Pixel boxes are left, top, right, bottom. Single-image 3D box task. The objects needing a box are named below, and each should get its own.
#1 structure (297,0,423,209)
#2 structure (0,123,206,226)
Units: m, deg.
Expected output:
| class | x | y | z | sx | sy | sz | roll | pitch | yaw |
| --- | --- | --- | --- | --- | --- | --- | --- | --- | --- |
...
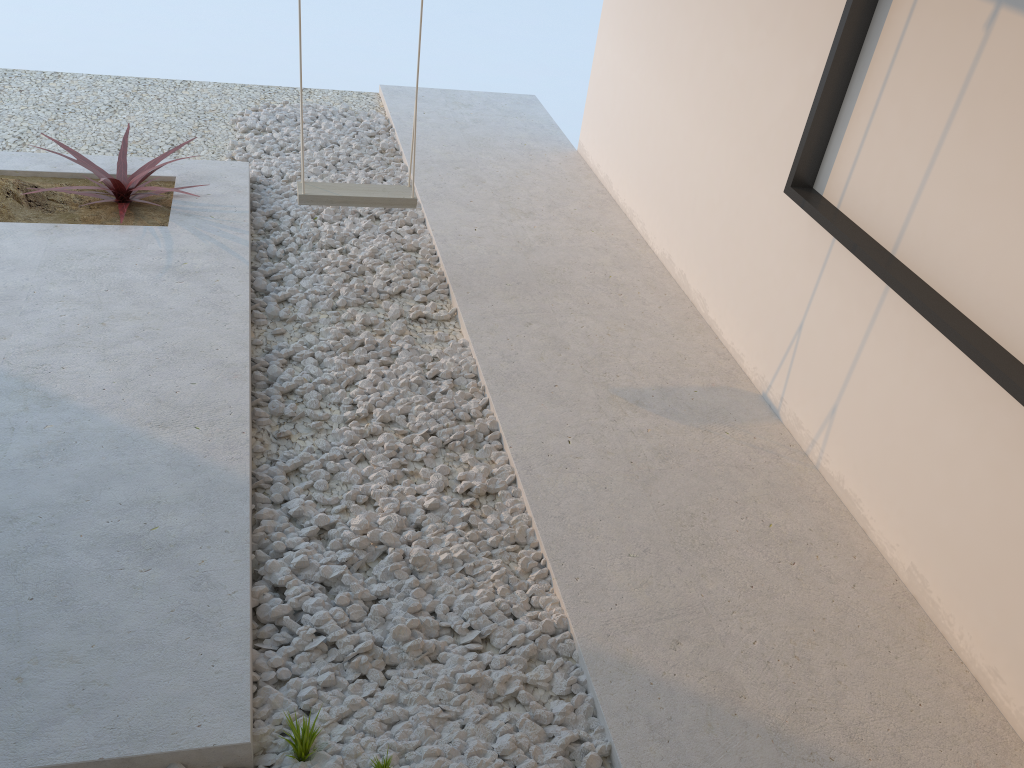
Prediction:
| class | x | y | z | sx | sy | sz | roll | pitch | yaw |
| --- | --- | --- | --- | --- | --- | --- | --- | --- | --- |
| structure | -0.502 | -1.493 | 2.964 | 0.461 | 1.952 | 0.123 | -2 | 38 | -14 |
| structure | -1.946 | -0.879 | 3.826 | 1.202 | 0.306 | 0.714 | -1 | 37 | -15 |
